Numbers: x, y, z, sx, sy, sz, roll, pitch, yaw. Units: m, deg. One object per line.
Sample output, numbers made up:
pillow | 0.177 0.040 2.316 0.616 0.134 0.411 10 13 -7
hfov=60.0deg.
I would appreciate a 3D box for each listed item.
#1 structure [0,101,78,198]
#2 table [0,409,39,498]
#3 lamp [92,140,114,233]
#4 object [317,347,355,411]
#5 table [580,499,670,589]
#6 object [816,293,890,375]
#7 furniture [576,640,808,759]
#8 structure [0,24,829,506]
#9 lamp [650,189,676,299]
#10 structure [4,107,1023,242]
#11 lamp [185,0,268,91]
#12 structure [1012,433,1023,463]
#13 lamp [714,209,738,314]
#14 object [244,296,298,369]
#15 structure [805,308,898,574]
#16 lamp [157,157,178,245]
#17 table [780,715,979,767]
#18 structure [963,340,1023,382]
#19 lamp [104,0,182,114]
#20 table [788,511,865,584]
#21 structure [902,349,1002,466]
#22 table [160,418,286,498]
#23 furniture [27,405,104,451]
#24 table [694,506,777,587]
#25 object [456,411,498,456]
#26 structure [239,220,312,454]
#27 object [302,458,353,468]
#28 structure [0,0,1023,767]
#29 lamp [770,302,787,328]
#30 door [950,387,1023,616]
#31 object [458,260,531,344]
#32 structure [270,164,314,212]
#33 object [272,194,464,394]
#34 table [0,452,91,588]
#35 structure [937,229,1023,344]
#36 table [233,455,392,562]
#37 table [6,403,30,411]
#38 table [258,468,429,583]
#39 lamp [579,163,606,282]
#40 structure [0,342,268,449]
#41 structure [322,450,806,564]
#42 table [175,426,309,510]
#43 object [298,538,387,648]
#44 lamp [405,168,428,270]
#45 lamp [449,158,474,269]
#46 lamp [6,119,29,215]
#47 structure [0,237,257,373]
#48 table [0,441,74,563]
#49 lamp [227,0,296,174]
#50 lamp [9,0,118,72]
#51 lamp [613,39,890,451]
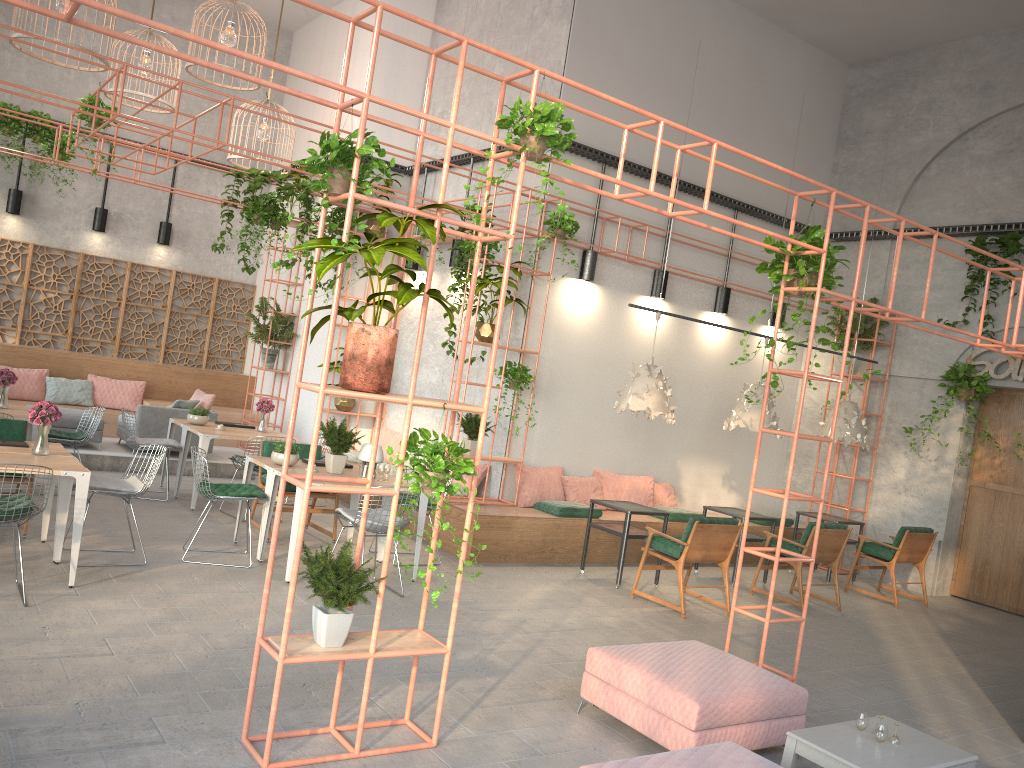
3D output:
structure | -6.859 -3.392 12.556 1.434 1.290 0.670 8 1 -35
table | -5.294 0.660 8.550 1.214 0.830 0.694 8 1 -35
lamp | -6.361 -3.096 13.866 0.185 1.436 0.185 9 0 6
object | -2.371 -0.084 12.588 0.903 0.919 0.934 9 0 26
table | 1.173 1.677 9.330 0.602 0.798 0.635 8 1 -35
object | 4.704 -0.673 12.237 0.894 1.101 0.900 9 0 24
furniture | 1.070 1.864 5.267 0.976 0.446 0.941 8 1 -35
structure | -1.160 -0.701 11.290 14.096 4.345 4.501 8 1 -36
lamp | 1.978 -1.808 11.371 0.179 1.425 0.185 8 1 -35
structure | -1.024 -2.992 8.321 15.203 0.110 15.603 8 1 -35
lamp | -3.263 -5.453 10.816 0.883 3.476 0.883 9 0 17
structure | 6.473 0.408 10.285 0.921 1.527 0.950 8 1 -37
lamp | 2.946 -1.665 12.062 0.179 1.425 0.185 8 1 -35
object | -3.715 -0.786 13.682 0.900 1.097 0.894 9 0 -6
structure | 4.637 0.765 12.209 0.430 3.597 0.630 8 1 -35
lamp | -5.570 -2.979 14.431 0.179 1.436 0.185 8 1 -35
table | 1.775 1.978 4.324 0.916 0.455 0.520 8 1 -35
structure | 6.144 -0.285 10.722 0.063 0.505 1.312 8 1 -35
lamp | -4.684 -5.457 11.780 0.883 3.476 0.883 9 0 17
table | 4.009 2.096 11.353 0.602 0.798 0.635 8 1 -35
structure | 5.690 0.260 11.339 0.950 1.527 0.921 9 0 -2
table | -3.482 0.921 10.693 1.205 0.830 0.694 8 1 -35
furniture | -5.931 0.543 11.561 0.975 0.446 0.941 8 1 -35
table | 2.591 1.887 10.342 0.602 0.798 0.635 8 1 -35
object | -0.444 0.529 9.855 0.368 0.527 0.438 8 1 -35
structure | -3.683 -0.726 13.794 0.424 3.596 0.624 8 1 -35
object | -1.775 0.764 8.529 0.427 0.031 0.268 8 1 -35
structure | 1.765 0.363 4.209 14.689 4.247 4.157 8 1 -35
lamp | 3.922 -1.521 12.759 0.179 1.425 0.185 8 1 -35
door | 6.486 1.474 11.126 0.551 2.729 1.360 8 1 -35
object | -0.230 -0.922 9.713 0.903 0.947 0.934 9 0 16
structure | -3.403 -3.054 13.638 0.903 0.803 0.934 9 0 26
object | -0.689 -0.441 4.231 0.924 0.946 0.923 9 0 21
table | -3.718 0.931 6.200 1.214 0.830 0.694 8 1 -35
structure | 6.188 -1.125 10.650 0.856 1.514 1.939 8 1 -41
table | -1.876 1.184 8.386 1.205 0.830 0.694 8 1 -35
table | -5.693 0.594 9.115 1.205 0.830 0.694 8 1 -35
table | -1.476 1.249 7.820 1.214 0.830 0.694 8 1 -35
lamp | 1.001 -1.952 10.674 0.179 1.425 0.185 8 1 -35
structure | -7.434 -0.018 11.539 9.152 1.111 3.396 8 1 -35
structure | 0.708 1.730 12.556 5.831 0.500 4.386 8 1 -35
table | -3.083 0.986 10.126 1.214 0.830 0.694 8 1 -35
object | -0.879 1.013 4.351 0.368 0.527 0.438 8 1 -35
lamp | -1.300 -2.317 12.412 0.185 1.425 0.179 8 1 -35
lamp | -0.613 -2.205 11.425 0.185 1.425 0.179 8 1 -35
lamp | -7.322 -3.238 13.181 0.185 1.436 0.185 9 0 6
structure | -7.985 -1.174 13.068 9.782 2.103 0.132 8 1 -35
table | -4.117 0.866 6.767 1.205 0.830 0.694 8 1 -35
lamp | -3.376 -4.841 12.733 0.883 3.476 0.883 9 0 17
lamp | -4.152 -4.930 8.653 0.883 3.476 0.883 9 0 17
lamp | 3.127 -1.404 10.353 4.456 4.052 0.704 8 1 -35
